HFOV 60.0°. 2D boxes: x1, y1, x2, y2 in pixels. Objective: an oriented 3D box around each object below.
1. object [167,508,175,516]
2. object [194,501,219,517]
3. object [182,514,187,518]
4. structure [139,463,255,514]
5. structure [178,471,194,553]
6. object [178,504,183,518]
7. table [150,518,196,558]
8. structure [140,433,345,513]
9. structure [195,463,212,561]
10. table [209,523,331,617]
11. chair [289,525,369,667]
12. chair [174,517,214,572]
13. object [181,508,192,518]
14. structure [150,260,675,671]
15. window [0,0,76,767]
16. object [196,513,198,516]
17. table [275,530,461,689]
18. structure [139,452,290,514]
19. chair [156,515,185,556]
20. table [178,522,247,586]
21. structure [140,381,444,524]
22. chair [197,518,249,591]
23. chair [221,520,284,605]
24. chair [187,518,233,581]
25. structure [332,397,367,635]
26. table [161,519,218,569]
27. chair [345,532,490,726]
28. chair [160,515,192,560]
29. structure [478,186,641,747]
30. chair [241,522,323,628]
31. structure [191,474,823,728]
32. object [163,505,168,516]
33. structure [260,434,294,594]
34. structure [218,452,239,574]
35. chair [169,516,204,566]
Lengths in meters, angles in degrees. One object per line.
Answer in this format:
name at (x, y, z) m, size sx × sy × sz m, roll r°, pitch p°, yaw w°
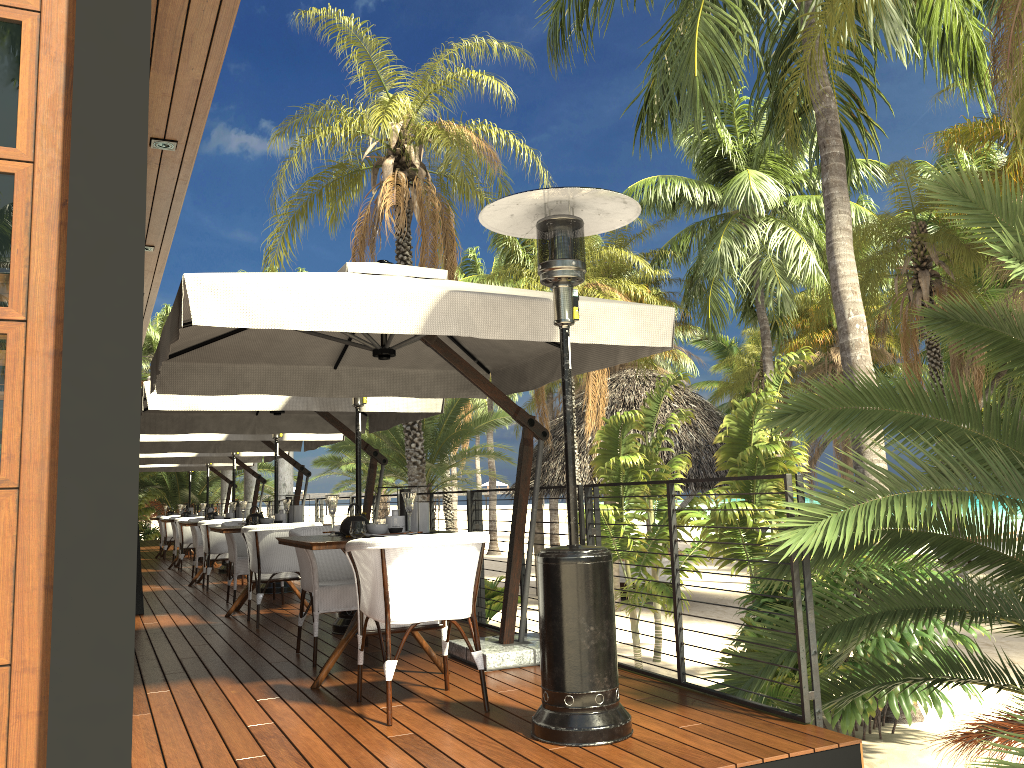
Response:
object at (-6.561, 2.469, 17.020) m, size 0.163 × 0.179 × 0.167 m, roll 1°, pitch -8°, yaw -23°
object at (-4.854, 2.000, 14.091) m, size 0.263 × 0.264 × 0.263 m, roll -5°, pitch -8°, yaw 20°
object at (-5.073, 2.052, 13.737) m, size 0.086 × 0.086 × 0.086 m, roll 1°, pitch -8°, yaw -20°
structure at (-6.393, 2.151, 17.139) m, size 2.413 × 2.339 × 2.408 m, roll 2°, pitch -8°, yaw -25°
structure at (-6.784, 2.421, 18.663) m, size 0.699 × 2.198 × 0.698 m, roll 4°, pitch -10°, yaw -37°
object at (-5.286, 2.035, 14.130) m, size 0.082 × 0.227 × 0.082 m, roll 2°, pitch -9°, yaw -24°
table at (-6.429, 2.928, 16.976) m, size 0.931 × 0.751 × 0.929 m, roll 2°, pitch -8°, yaw -25°
structure at (-3.556, 1.293, 11.088) m, size 2.413 × 2.339 × 2.408 m, roll 2°, pitch -8°, yaw -25°
structure at (-5.378, 1.996, 15.664) m, size 0.699 × 2.198 × 0.698 m, roll 4°, pitch -10°, yaw -37°
table at (-2.158, 1.636, 7.866) m, size 0.931 × 0.751 × 0.929 m, roll 2°, pitch -8°, yaw -25°
chair at (-1.069, 1.287, 5.532) m, size 0.627 × 0.790 × 0.615 m, roll 2°, pitch -9°, yaw -24°
chair at (-4.724, 2.385, 13.271) m, size 0.627 × 0.790 × 0.615 m, roll 2°, pitch -9°, yaw -24°
object at (-5.127, 2.035, 13.961) m, size 0.163 × 0.179 × 0.167 m, roll 1°, pitch -8°, yaw -23°
structure at (-0.719, 0.435, 5.037) m, size 2.413 × 2.339 × 2.408 m, roll 2°, pitch -8°, yaw -25°
window at (-13.790, -5.356, 18.288) m, size 38.360 × 18.011 × 14.472 m, roll -9°, pitch -10°, yaw 42°
object at (-5.024, 2.111, 14.215) m, size 0.086 × 0.086 × 0.086 m, roll 1°, pitch -8°, yaw -20°
table at (-0.736, 1.206, 4.831) m, size 0.931 × 0.751 × 0.929 m, roll 2°, pitch -8°, yaw -25°
structure at (-4.974, 1.722, 14.114) m, size 2.413 × 2.339 × 2.408 m, roll 2°, pitch -8°, yaw -25°
chair at (-6.789, 3.017, 17.734) m, size 0.627 × 0.790 × 0.615 m, roll 2°, pitch -9°, yaw -24°
table at (-3.581, 2.066, 10.900) m, size 0.931 × 0.751 × 0.929 m, roll 2°, pitch -8°, yaw -25°
structure at (-2.137, 0.864, 8.062) m, size 2.413 × 2.339 × 2.408 m, roll 2°, pitch -8°, yaw -25°
chair at (-3.289, 1.951, 10.209) m, size 0.627 × 0.790 × 0.615 m, roll 2°, pitch -9°, yaw -24°
chair at (-2.478, 1.713, 8.538) m, size 0.627 × 0.790 × 0.615 m, roll 2°, pitch -9°, yaw -24°
chair at (-3.944, 2.156, 11.664) m, size 0.627 × 0.790 × 0.615 m, roll 2°, pitch -9°, yaw -24°
structure at (-1.149, 0.716, 6.642) m, size 0.699 × 2.198 × 0.698 m, roll 4°, pitch -10°, yaw -37°
table at (-5.003, 2.497, 13.934) m, size 0.931 × 0.751 × 0.929 m, roll 2°, pitch -8°, yaw -25°
chair at (-0.419, 1.083, 4.087) m, size 0.627 × 0.790 × 0.615 m, roll 2°, pitch -9°, yaw -24°
chair at (-6.159, 2.819, 16.332) m, size 0.627 × 0.790 × 0.615 m, roll 2°, pitch -9°, yaw -24°
structure at (0.240, 0.296, 3.679) m, size 0.699 × 2.198 × 0.698 m, roll 4°, pitch -10°, yaw -37°
chair at (-1.848, 1.515, 7.136) m, size 0.627 × 0.790 × 0.615 m, roll 2°, pitch -9°, yaw -24°
structure at (-4.356, 2.612, 15.348) m, size 0.163 × 1.156 × 26.205 m, roll 2°, pitch -8°, yaw -25°
object at (-6.720, 2.469, 17.190) m, size 0.082 × 0.227 × 0.082 m, roll 2°, pitch -9°, yaw -24°
structure at (-2.576, 1.148, 9.687) m, size 0.699 × 2.198 × 0.698 m, roll 4°, pitch -10°, yaw -37°
structure at (-3.975, 1.571, 12.671) m, size 0.699 × 2.198 × 0.698 m, roll 4°, pitch -10°, yaw -37°
chair at (-5.354, 2.583, 14.673) m, size 0.627 × 0.790 × 0.615 m, roll 2°, pitch -9°, yaw -24°
